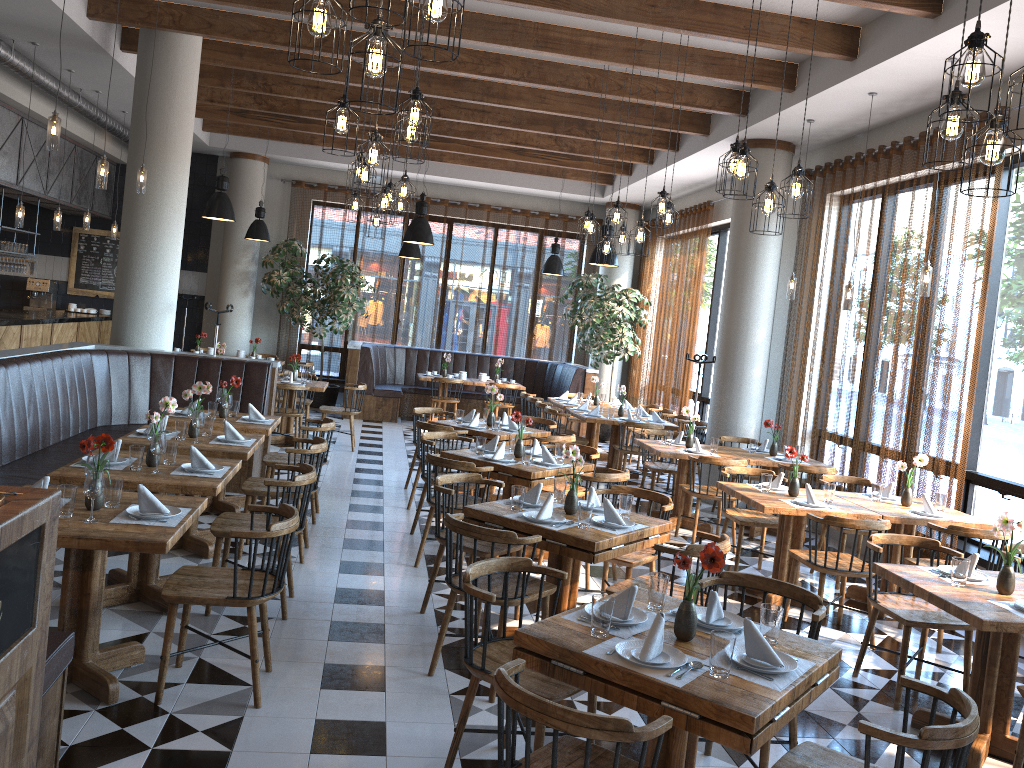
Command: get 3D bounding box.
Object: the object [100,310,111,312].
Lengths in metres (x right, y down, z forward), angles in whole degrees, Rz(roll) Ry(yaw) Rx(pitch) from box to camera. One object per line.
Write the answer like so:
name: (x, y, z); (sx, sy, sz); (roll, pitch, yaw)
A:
object: (-6.830, -1.223, 14.875); (0.176, 0.016, 0.175); (8, 5, 27)

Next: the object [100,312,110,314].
object: (-6.833, -1.193, 14.876); (0.176, 0.016, 0.175); (8, 5, 27)

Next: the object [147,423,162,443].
object: (-2.100, 0.339, 5.192); (0.081, 0.215, 0.081); (7, 2, 22)

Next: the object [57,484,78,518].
object: (-1.907, 0.503, 3.788); (0.080, 0.132, 0.080); (6, 2, -9)

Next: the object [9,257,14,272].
object: (-6.579, -1.579, 11.628); (0.081, 0.215, 0.081); (6, 2, -17)

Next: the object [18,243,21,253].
object: (-6.584, -1.812, 11.814); (0.080, 0.132, 0.080); (7, 2, 21)

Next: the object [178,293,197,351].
object: (-5.507, -0.680, 14.833); (0.375, 1.656, 0.374); (7, 2, 14)

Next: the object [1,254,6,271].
object: (-6.545, -1.558, 11.393); (0.081, 0.215, 0.081); (6, 2, -17)

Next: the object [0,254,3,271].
object: (-6.527, -1.548, 11.276); (0.081, 0.215, 0.081); (6, 2, -17)

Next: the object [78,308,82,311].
object: (-7.095, -1.206, 14.578); (0.079, 0.066, 0.098); (6, 3, 3)

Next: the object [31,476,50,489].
object: (-2.121, 0.469, 3.899); (0.271, 0.137, 0.353); (6, 4, -9)

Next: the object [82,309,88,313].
object: (-6.982, -1.187, 14.485); (0.079, 0.066, 0.098); (6, 3, 3)

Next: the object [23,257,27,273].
object: (-6.643, -1.617, 12.062); (0.081, 0.215, 0.081); (6, 2, -17)

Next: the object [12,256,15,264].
object: (-6.774, -1.630, 12.042); (0.081, 0.215, 0.081); (6, 2, -17)

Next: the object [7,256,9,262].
object: (-6.743, -1.611, 11.836); (0.081, 0.215, 0.081); (6, 2, -17)

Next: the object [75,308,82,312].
object: (-7.079, -1.197, 14.471); (0.079, 0.066, 0.098); (6, 3, 3)

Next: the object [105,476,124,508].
object: (-1.818, 0.494, 4.039); (0.080, 0.132, 0.080); (5, 3, -24)

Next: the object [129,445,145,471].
object: (-2.069, 0.407, 4.879); (0.080, 0.132, 0.080); (6, 2, -9)

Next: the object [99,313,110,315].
object: (-6.836, -1.173, 14.876); (0.176, 0.016, 0.175); (8, 5, 27)

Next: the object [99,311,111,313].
object: (-6.832, -1.203, 14.876); (0.176, 0.016, 0.175); (8, 5, 27)

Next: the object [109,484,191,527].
object: (-1.604, 0.520, 3.969); (0.271, 0.137, 0.353); (6, 4, -9)

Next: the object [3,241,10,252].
object: (-6.533, -1.781, 11.465); (0.080, 0.132, 0.080); (7, 2, 21)

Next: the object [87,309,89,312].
object: (-6.998, -1.197, 14.593); (0.079, 0.066, 0.098); (6, 3, 3)

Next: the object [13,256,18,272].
object: (-6.597, -1.589, 11.745); (0.081, 0.215, 0.081); (6, 2, -17)

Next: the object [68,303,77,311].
object: (-7.323, -1.274, 14.760); (0.130, 0.128, 0.129); (8, 4, 37)

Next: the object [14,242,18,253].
object: (-6.567, -1.801, 11.698); (0.080, 0.132, 0.080); (7, 2, 21)

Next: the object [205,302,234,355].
object: (-3.087, -0.006, 9.106); (0.374, 1.656, 0.376); (5, 2, -31)

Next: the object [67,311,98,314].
object: (-7.042, -1.171, 14.523); (0.436, 0.018, 0.273); (6, 4, -9)

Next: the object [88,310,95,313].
object: (-6.886, -1.178, 14.500); (0.079, 0.066, 0.098); (6, 3, 3)

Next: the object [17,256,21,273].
object: (-6.613, -1.599, 11.855); (0.081, 0.215, 0.081); (6, 2, -17)

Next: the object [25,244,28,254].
object: (-6.619, -1.832, 12.047); (0.080, 0.132, 0.080); (7, 2, 21)

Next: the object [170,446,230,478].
object: (-1.764, 0.425, 5.055); (0.271, 0.137, 0.353); (6, 4, -9)

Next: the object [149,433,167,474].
object: (-1.940, 0.381, 4.854); (0.081, 0.215, 0.081); (6, 2, -17)

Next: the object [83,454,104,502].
object: (-1.939, 0.435, 4.102); (0.081, 0.215, 0.081); (7, 2, 22)

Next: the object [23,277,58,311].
object: (-7.788, -1.467, 14.600); (0.355, 0.568, 0.551); (6, 3, -9)

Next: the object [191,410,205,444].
object: (-2.097, 0.288, 5.915); (0.081, 0.215, 0.081); (8, 3, 45)

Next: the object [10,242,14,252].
object: (-6.550, -1.791, 11.581); (0.080, 0.132, 0.080); (7, 2, 21)

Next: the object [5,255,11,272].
object: (-6.562, -1.568, 11.511); (0.081, 0.215, 0.081); (6, 2, -17)

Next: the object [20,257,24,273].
object: (-6.628, -1.608, 11.957); (0.081, 0.215, 0.081); (6, 2, -17)

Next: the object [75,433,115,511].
object: (-1.848, 0.388, 3.916); (0.156, 0.355, 0.171); (6, 2, -15)

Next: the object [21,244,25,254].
object: (-6.602, -1.822, 11.931); (0.080, 0.132, 0.080); (7, 2, 21)

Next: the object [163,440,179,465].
object: (-1.979, 0.399, 5.130); (0.080, 0.132, 0.080); (5, 3, -24)

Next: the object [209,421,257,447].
object: (-1.926, 0.329, 6.150); (0.271, 0.137, 0.353); (6, 4, -9)

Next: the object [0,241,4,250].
object: (-6.671, -1.803, 11.563); (0.080, 0.132, 0.080); (7, 2, 21)

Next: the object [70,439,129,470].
object: (-2.282, 0.374, 4.985); (0.271, 0.137, 0.353); (6, 4, -9)

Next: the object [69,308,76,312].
object: (-7.175, -1.206, 14.456); (0.079, 0.066, 0.098); (6, 3, 3)

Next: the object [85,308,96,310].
object: (-7.056, -1.255, 14.840); (0.176, 0.016, 0.175); (8, 5, 27)

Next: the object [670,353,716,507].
object: (1.996, 0.495, 9.788); (0.374, 1.656, 0.375); (5, 2, -26)

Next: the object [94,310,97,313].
object: (-6.902, -1.187, 14.607); (0.079, 0.066, 0.098); (6, 3, 3)

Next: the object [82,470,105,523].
object: (-1.779, 0.477, 3.763); (0.081, 0.215, 0.081); (6, 2, -17)
